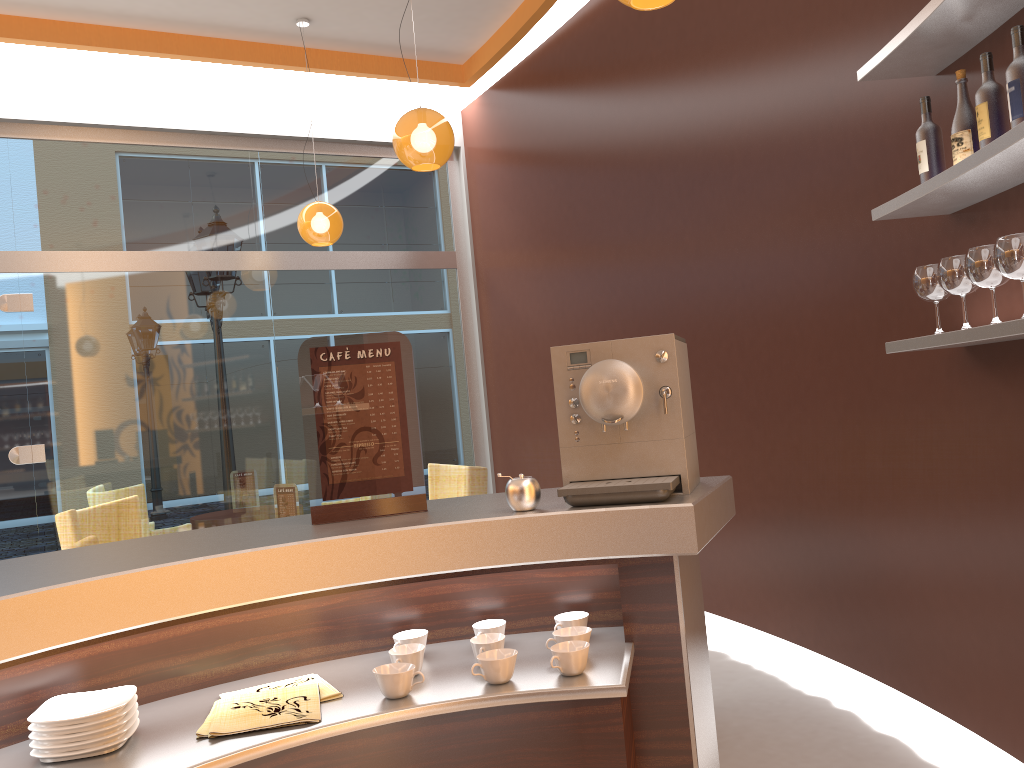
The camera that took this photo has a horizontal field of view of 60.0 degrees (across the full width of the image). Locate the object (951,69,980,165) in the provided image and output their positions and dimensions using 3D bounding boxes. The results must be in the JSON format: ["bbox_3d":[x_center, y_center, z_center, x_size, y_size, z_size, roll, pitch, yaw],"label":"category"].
[{"bbox_3d":[1.266,-0.723,2.471,0.086,0.303,0.086,-7,-2,41],"label":"object"}]

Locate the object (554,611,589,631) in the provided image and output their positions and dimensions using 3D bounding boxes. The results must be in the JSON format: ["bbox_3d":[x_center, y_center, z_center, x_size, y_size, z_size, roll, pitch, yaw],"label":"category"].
[{"bbox_3d":[0.127,0.511,1.855,0.073,0.050,0.086,-5,-1,5],"label":"object"}]

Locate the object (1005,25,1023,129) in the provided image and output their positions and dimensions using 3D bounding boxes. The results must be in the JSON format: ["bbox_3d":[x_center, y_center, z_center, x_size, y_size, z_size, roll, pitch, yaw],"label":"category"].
[{"bbox_3d":[1.247,-0.724,2.161,0.073,0.297,0.073,-5,-2,-18],"label":"object"}]

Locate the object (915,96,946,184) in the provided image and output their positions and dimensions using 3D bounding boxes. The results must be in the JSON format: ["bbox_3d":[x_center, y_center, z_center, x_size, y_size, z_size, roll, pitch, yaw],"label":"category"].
[{"bbox_3d":[1.251,-0.711,2.653,0.073,0.297,0.073,-5,-2,-18],"label":"object"}]

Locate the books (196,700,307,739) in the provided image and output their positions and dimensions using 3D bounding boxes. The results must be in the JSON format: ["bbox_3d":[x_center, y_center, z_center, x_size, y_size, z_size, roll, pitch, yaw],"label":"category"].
[{"bbox_3d":[-0.446,0.576,1.563,0.187,0.011,0.189,-5,-1,-8],"label":"books"}]

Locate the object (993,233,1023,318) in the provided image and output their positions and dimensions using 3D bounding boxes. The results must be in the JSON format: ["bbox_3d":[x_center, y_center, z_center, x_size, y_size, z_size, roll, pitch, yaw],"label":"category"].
[{"bbox_3d":[1.289,-0.264,2.234,0.125,0.221,0.125,-5,-1,-3],"label":"object"}]

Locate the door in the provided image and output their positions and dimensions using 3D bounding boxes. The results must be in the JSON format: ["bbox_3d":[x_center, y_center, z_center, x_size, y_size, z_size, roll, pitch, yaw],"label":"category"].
[{"bbox_3d":[-3.866,0.568,5.434,1.640,2.499,0.020,-5,-2,-28],"label":"door"}]

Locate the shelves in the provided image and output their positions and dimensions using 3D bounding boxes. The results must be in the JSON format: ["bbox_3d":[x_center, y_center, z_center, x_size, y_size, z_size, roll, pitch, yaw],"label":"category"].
[{"bbox_3d":[0.661,-0.558,0.552,0.586,0.902,4.744,-6,-2,19],"label":"shelves"}]

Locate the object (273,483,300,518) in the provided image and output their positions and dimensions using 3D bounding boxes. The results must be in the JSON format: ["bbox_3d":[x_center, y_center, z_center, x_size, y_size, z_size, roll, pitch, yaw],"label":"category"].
[{"bbox_3d":[-1.229,0.713,4.857,0.209,0.335,0.042,-6,-2,37],"label":"object"}]

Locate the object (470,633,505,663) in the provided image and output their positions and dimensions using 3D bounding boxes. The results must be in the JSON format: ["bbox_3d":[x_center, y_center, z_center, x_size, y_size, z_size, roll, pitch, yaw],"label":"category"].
[{"bbox_3d":[-0.044,0.524,1.737,0.073,0.050,0.086,-5,-2,-23],"label":"object"}]

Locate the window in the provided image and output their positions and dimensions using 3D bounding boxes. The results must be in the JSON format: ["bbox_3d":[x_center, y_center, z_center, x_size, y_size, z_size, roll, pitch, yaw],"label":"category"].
[{"bbox_3d":[-3.913,0.071,5.447,8.200,3.380,0.040,-5,-2,-28],"label":"window"}]

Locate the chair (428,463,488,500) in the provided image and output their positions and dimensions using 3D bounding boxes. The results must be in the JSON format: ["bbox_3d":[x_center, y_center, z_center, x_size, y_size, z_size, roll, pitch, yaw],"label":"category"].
[{"bbox_3d":[-0.444,0.986,5.116,0.685,1.017,0.729,-5,-2,-25],"label":"chair"}]

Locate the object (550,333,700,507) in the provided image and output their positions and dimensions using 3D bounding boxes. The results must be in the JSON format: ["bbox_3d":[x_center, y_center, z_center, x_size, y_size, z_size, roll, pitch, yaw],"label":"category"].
[{"bbox_3d":[0.246,0.075,1.958,0.270,0.340,0.373,-6,-2,17],"label":"object"}]

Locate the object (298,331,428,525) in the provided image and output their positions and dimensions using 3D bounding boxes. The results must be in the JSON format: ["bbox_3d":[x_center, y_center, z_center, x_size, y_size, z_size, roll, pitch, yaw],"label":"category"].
[{"bbox_3d":[-0.337,0.093,1.997,0.258,0.414,0.052,-5,-2,-14],"label":"object"}]

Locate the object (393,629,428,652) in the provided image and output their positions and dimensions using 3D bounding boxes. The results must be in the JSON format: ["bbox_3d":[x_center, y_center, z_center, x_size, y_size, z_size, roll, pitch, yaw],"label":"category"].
[{"bbox_3d":[-0.207,0.541,1.827,0.073,0.050,0.086,-5,-1,-7],"label":"object"}]

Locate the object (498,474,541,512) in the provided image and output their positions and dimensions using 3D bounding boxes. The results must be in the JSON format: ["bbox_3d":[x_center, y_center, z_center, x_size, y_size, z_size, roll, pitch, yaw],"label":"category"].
[{"bbox_3d":[0.023,0.226,1.853,0.075,0.077,0.075,-6,-2,31],"label":"object"}]

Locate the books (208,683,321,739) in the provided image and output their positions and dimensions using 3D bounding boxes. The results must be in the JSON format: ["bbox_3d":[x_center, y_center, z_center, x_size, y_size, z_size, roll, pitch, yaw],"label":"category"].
[{"bbox_3d":[-0.430,0.572,1.558,0.185,0.016,0.188,-5,-2,-13],"label":"books"}]

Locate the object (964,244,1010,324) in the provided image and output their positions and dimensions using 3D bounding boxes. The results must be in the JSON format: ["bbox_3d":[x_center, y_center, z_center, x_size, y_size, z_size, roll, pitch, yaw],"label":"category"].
[{"bbox_3d":[1.298,-0.261,2.397,0.125,0.221,0.125,-5,-1,-3],"label":"object"}]

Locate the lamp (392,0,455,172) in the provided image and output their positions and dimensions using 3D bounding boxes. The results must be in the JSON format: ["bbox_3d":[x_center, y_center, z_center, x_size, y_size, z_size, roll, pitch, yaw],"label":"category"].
[{"bbox_3d":[-0.483,-1.786,4.284,0.299,1.500,0.299,-7,-2,40],"label":"lamp"}]

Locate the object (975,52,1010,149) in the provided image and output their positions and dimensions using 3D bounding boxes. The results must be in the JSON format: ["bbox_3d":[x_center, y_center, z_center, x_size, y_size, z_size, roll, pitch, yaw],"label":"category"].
[{"bbox_3d":[1.259,-0.720,2.327,0.073,0.297,0.073,-6,-2,31],"label":"object"}]

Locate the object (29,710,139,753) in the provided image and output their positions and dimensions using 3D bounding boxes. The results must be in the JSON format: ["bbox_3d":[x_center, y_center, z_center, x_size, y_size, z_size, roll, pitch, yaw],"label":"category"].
[{"bbox_3d":[-0.708,0.580,1.477,0.153,0.020,0.153,-5,-2,-11],"label":"object"}]

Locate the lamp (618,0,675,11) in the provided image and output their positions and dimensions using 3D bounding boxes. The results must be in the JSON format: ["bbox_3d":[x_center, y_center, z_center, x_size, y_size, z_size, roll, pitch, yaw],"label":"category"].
[{"bbox_3d":[0.356,-1.905,2.696,0.299,1.500,0.299,-7,-2,40],"label":"lamp"}]

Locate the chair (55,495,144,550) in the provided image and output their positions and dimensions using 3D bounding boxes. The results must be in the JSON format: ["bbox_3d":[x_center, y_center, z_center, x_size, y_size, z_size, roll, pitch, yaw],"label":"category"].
[{"bbox_3d":[-1.976,1.117,4.673,0.685,1.017,0.729,-5,-1,4],"label":"chair"}]

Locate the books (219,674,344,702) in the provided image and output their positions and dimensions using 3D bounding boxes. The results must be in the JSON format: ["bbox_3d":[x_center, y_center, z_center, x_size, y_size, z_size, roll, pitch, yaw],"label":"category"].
[{"bbox_3d":[-0.432,0.578,1.651,0.193,0.009,0.189,-4,-2,-29],"label":"books"}]

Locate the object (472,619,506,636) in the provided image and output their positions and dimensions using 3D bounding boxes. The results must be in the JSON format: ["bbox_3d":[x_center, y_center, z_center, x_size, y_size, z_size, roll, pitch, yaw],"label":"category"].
[{"bbox_3d":[-0.044,0.527,1.853,0.073,0.050,0.086,-5,-2,-13],"label":"object"}]

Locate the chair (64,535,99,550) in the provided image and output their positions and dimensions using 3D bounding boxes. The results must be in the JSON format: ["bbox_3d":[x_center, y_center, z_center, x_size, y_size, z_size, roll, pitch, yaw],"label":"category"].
[{"bbox_3d":[-1.037,0.983,2.846,0.729,1.017,0.685,-7,-2,40],"label":"chair"}]

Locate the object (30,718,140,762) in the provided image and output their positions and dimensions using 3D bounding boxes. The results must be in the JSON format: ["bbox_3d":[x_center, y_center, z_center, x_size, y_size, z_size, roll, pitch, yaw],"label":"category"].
[{"bbox_3d":[-0.707,0.594,1.476,0.153,0.020,0.153,-5,-2,-11],"label":"object"}]

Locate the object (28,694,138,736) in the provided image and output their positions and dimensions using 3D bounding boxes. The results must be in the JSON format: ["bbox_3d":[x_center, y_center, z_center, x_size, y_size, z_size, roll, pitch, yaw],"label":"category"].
[{"bbox_3d":[-0.711,0.553,1.477,0.153,0.020,0.153,-5,-2,-11],"label":"object"}]

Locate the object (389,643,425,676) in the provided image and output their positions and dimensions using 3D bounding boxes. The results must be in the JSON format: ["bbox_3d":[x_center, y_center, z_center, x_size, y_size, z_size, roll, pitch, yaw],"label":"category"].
[{"bbox_3d":[-0.200,0.538,1.712,0.073,0.050,0.086,-5,-2,-22],"label":"object"}]

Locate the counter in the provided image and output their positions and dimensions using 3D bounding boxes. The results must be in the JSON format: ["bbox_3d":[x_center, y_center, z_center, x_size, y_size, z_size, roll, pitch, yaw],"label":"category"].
[{"bbox_3d":[-0.587,0.852,1.013,1.586,1.100,2.917,-6,-2,17],"label":"counter"}]

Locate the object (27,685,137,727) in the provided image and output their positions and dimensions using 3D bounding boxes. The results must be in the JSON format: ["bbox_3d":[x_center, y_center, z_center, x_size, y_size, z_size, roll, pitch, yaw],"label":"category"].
[{"bbox_3d":[-0.712,0.539,1.478,0.153,0.020,0.153,-5,-2,-11],"label":"object"}]

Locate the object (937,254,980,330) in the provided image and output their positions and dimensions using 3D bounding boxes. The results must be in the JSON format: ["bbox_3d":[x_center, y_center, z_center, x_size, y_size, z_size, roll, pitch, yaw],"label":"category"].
[{"bbox_3d":[1.302,-0.257,2.560,0.125,0.221,0.125,-5,-1,-3],"label":"object"}]

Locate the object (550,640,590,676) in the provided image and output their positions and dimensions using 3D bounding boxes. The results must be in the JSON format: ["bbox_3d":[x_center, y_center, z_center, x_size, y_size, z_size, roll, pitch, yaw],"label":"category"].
[{"bbox_3d":[0.108,0.507,1.625,0.073,0.050,0.086,-5,-1,5],"label":"object"}]

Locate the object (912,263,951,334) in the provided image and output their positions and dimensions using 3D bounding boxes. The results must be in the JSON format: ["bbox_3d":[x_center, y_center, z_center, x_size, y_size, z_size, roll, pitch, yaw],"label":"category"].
[{"bbox_3d":[1.300,-0.253,2.719,0.125,0.221,0.125,-5,-1,-3],"label":"object"}]

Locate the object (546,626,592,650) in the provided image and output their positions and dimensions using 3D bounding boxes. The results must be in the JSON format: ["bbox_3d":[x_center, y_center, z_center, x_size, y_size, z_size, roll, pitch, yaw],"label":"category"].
[{"bbox_3d":[0.117,0.509,1.731,0.073,0.050,0.086,-6,-2,30],"label":"object"}]

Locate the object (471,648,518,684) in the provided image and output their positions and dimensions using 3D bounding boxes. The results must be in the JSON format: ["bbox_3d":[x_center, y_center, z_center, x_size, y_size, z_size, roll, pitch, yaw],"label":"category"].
[{"bbox_3d":[-0.026,0.519,1.617,0.073,0.050,0.086,-6,-2,17],"label":"object"}]

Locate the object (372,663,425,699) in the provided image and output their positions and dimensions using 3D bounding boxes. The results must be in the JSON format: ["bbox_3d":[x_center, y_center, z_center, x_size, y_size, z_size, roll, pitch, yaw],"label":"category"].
[{"bbox_3d":[-0.205,0.535,1.594,0.086,0.050,0.073,-5,-2,-17],"label":"object"}]

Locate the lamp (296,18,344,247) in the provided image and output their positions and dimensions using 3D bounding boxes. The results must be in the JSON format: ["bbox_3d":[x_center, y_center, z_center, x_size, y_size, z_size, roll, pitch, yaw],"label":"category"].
[{"bbox_3d":[-1.322,-1.667,5.872,0.299,1.500,0.299,-6,-2,30],"label":"lamp"}]

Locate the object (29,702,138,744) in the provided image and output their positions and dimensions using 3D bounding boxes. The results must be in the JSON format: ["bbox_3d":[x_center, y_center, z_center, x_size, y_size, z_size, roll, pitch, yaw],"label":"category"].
[{"bbox_3d":[-0.710,0.567,1.477,0.153,0.020,0.153,-5,-2,-11],"label":"object"}]
